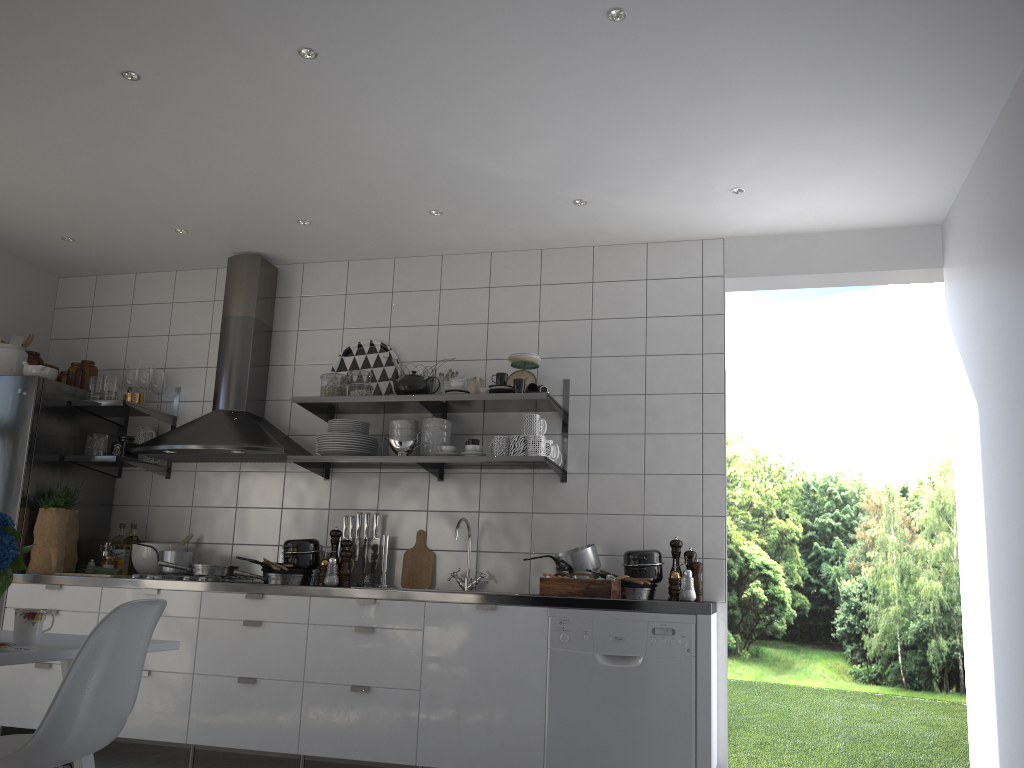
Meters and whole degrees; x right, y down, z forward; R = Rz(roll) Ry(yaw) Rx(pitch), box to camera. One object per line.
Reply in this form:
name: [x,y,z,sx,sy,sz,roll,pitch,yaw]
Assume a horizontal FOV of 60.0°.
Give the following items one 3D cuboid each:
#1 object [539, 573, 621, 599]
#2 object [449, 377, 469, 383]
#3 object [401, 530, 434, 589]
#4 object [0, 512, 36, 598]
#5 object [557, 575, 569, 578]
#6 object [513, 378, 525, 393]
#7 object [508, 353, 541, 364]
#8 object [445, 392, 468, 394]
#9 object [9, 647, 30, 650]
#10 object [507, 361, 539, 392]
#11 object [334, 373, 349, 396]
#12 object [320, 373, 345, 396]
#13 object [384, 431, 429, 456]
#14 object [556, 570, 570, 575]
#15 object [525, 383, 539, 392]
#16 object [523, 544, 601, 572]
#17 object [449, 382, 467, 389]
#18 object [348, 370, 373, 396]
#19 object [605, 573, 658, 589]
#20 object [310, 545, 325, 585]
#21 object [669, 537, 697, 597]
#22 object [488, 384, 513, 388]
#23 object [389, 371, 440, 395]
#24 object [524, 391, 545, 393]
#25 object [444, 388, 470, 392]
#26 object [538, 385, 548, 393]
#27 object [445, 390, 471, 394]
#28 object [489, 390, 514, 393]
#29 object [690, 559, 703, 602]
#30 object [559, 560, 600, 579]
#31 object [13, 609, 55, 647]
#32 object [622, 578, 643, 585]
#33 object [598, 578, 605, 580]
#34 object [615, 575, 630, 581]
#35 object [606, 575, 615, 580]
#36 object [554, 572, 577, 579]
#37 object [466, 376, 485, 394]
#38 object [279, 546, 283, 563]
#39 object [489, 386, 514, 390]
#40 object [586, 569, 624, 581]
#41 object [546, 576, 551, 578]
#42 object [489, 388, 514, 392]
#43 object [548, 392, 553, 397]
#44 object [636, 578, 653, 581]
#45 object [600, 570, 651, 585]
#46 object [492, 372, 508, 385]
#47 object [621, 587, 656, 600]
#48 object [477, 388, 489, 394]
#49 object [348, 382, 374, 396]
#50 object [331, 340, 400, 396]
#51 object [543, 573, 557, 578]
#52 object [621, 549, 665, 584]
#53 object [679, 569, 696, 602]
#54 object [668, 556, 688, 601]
object: [0.287,0.840,3.700,0.301,0.100,0.212,-2,-13,17]
object: [-0.255,-0.008,4.162,0.083,0.067,0.078,-5,-14,29]
object: [-0.461,0.863,4.362,0.157,0.292,0.047,-1,-11,15]
object: [-1.492,0.523,2.475,0.266,0.374,0.238,-1,-12,17]
object: [0.275,0.834,3.654,0.221,0.084,0.030,-8,-15,39]
object: [0.035,0.016,4.037,0.055,0.076,0.070,7,-13,-21]
object: [0.059,-0.116,4.309,0.163,0.046,0.165,8,-14,-25]
object: [-0.256,0.059,4.150,0.121,0.021,0.122,-2,-14,19]
object: [-1.284,0.663,2.242,0.140,0.011,0.032,-2,-13,18]
object: [0.056,0.005,4.274,0.159,0.207,0.187,-1,-12,15]
object: [-0.895,0.038,4.505,0.121,0.170,0.122,-6,-14,34]
object: [-0.882,0.022,4.342,0.121,0.129,0.122,2,-12,1]
object: [-0.498,0.287,4.169,0.210,0.134,0.103,3,-12,-3]
object: [0.319,0.855,3.785,0.266,0.106,0.048,0,-12,11]
object: [0.094,0.031,4.081,0.069,0.057,0.080,5,-13,-12]
object: [0.219,0.800,4.005,0.371,0.167,0.204,4,-12,-8]
object: [-0.256,0.020,4.157,0.079,0.049,0.082,5,-13,-12]
object: [-0.761,0.024,4.418,0.121,0.170,0.122,-6,-14,34]
object: [0.477,0.874,3.882,0.348,0.081,0.244,11,-15,-33]
object: [-0.997,0.910,4.459,0.101,0.200,0.081,-5,-14,34]
object: [0.761,0.822,3.941,0.123,0.280,0.061,-2,-12,20]
object: [-0.049,0.024,4.087,0.121,0.023,0.121,11,-15,-33]
object: [-0.467,0.008,4.234,0.178,0.141,0.201,10,-15,-33]
object: [0.108,0.057,4.075,0.121,0.021,0.122,-2,-14,19]
object: [-0.258,0.040,4.154,0.121,0.024,0.122,0,-13,10]
object: [0.132,0.027,4.084,0.069,0.058,0.083,4,-12,-7]
object: [-0.255,0.050,4.151,0.121,0.021,0.122,-2,-14,19]
object: [-0.048,0.052,4.081,0.121,0.021,0.122,4,-13,-7]
object: [0.803,0.854,3.858,0.058,0.183,0.059,-8,-15,42]
object: [0.297,0.866,3.931,0.200,0.153,0.350,2,-13,0]
object: [-1.278,0.646,2.350,0.078,0.095,0.091,1,-12,8]
object: [0.467,0.840,3.823,0.064,0.044,0.337,6,-14,-18]
object: [0.365,0.820,3.607,0.042,0.062,0.069,13,-16,-43]
object: [0.363,0.853,3.748,0.271,0.094,0.051,-2,-12,19]
object: [0.406,0.824,3.694,0.050,0.058,0.053,1,-12,8]
object: [0.220,0.853,3.774,0.118,0.098,0.085,1,-12,8]
object: [-0.177,0.039,4.337,0.128,0.151,0.116,-8,-15,40]
object: [-1.113,0.901,4.441,0.101,0.200,0.081,1,-11,5]
object: [-0.046,0.033,4.084,0.122,0.023,0.121,14,-18,-42]
object: [0.490,0.860,3.881,0.246,0.080,0.358,-3,-14,22]
object: [0.159,0.819,3.671,0.049,0.048,0.048,-3,-13,25]
object: [-0.048,0.043,4.083,0.121,0.021,0.122,-2,-14,19]
object: [0.166,0.067,4.210,0.066,0.067,0.053,-1,-12,15]
object: [0.504,0.854,3.858,0.065,0.021,0.338,7,-14,-21]
object: [0.482,0.836,3.830,0.059,0.060,0.336,8,-14,-26]
object: [-0.053,-0.009,4.097,0.071,0.077,0.056,-6,-14,35]
object: [0.461,0.913,3.902,0.351,0.060,0.234,4,-13,-6]
object: [-0.129,0.050,4.182,0.079,0.047,0.083,-4,-14,27]
object: [-0.733,0.042,4.289,0.121,0.079,0.122,2,-12,1]
object: [-0.766,-0.042,4.624,0.395,0.390,0.053,-1,-11,15]
object: [0.212,0.832,3.674,0.217,0.093,0.030,-8,-15,40]
object: [0.580,0.810,3.930,0.190,0.158,0.198,8,-13,-23]
object: [0.752,0.863,3.798,0.069,0.134,0.069,3,-11,-5]
object: [0.721,0.847,3.859,0.080,0.191,0.058,2,-11,4]
